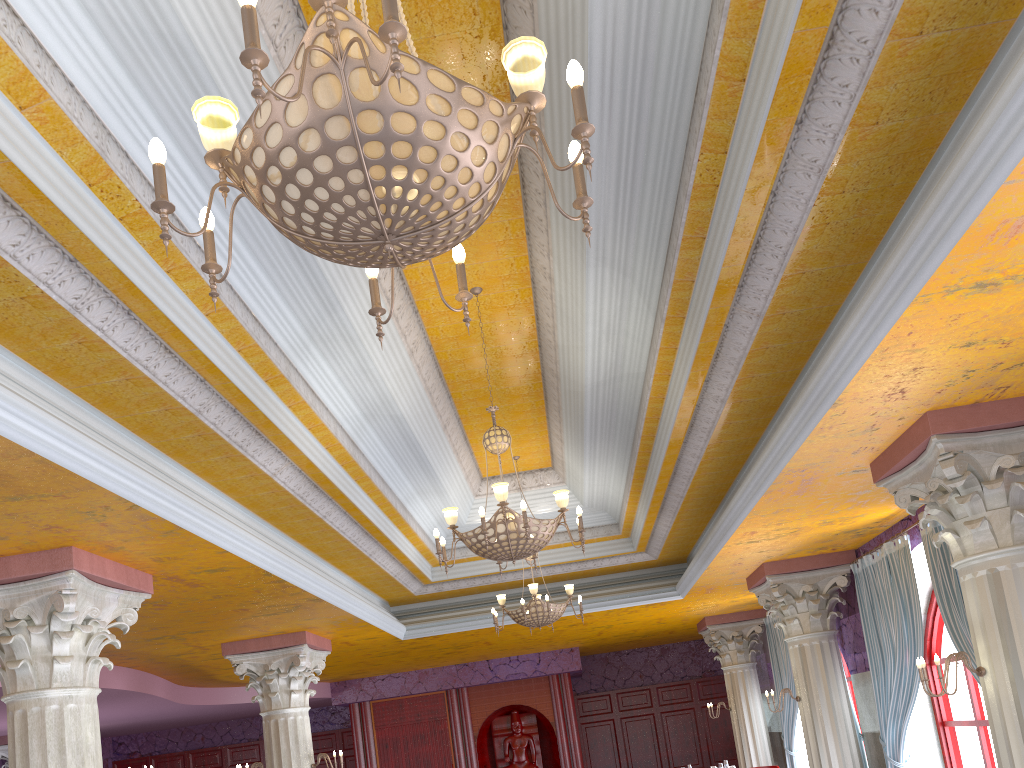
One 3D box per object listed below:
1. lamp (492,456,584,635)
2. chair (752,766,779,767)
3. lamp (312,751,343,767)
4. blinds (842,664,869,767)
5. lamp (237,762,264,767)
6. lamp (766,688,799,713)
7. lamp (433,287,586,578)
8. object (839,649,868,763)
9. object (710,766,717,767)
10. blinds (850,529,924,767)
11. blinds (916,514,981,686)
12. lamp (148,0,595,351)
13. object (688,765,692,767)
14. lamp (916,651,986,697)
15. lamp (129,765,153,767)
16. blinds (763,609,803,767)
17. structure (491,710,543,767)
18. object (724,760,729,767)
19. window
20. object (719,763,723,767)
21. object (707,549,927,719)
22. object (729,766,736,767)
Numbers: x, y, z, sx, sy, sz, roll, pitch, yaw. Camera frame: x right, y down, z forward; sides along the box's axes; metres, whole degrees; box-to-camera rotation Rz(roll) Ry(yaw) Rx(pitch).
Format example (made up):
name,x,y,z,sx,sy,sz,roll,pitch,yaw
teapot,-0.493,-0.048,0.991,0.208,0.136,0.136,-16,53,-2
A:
name,x,y,z,sx,sy,sz,roll,pitch,yaw
lamp,0.186,1.857,10.115,0.963,2.072,1.004,2,-15,-42
chair,3.858,6.509,13.282,0.650,1.038,0.786,3,-18,-41
lamp,-2.261,4.656,10.515,0.379,0.260,0.363,-5,-18,-10
blinds,4.262,4.443,11.437,0.245,3.350,1.794,-8,-12,0
lamp,-3.200,4.834,10.629,0.379,0.260,0.363,-5,-18,-10
lamp,3.221,3.779,10.239,0.379,0.260,0.363,-5,-18,-10
lamp,-0.128,0.280,6.225,0.963,2.072,1.004,2,-15,-42
object,4.934,4.456,12.478,0.160,2.408,3.795,-8,-18,1
object,3.055,5.893,12.905,0.122,0.251,0.129,-7,-12,-6
blinds,4.047,3.365,8.780,0.245,3.350,1.791,-9,-12,2
blinds,3.887,2.561,6.796,0.245,3.350,1.794,-8,-12,0
lamp,-0.448,-1.323,2.272,0.963,2.072,1.004,2,-15,-42
object,2.699,5.909,12.912,0.076,0.320,0.074,-16,-12,38
lamp,2.843,1.885,5.568,0.379,0.260,0.363,-5,-18,-10
lamp,-2.643,2.743,5.798,0.379,0.260,0.363,-5,-18,-10
blinds,4.423,5.247,13.421,0.245,3.350,1.791,-9,-12,2
structure,0.093,7.408,17.068,0.967,1.759,0.672,-9,-10,3
object,3.201,5.761,12.723,0.076,0.320,0.074,-16,-12,38
window,4.553,2.550,7.777,0.160,2.408,3.795,-8,-18,1
object,3.001,5.578,12.218,0.076,0.320,0.074,-16,-12,38
object,3.687,1.813,5.108,2.096,3.402,31.071,-8,-22,1
object,3.197,5.649,12.367,0.124,0.251,0.127,-11,-12,16
